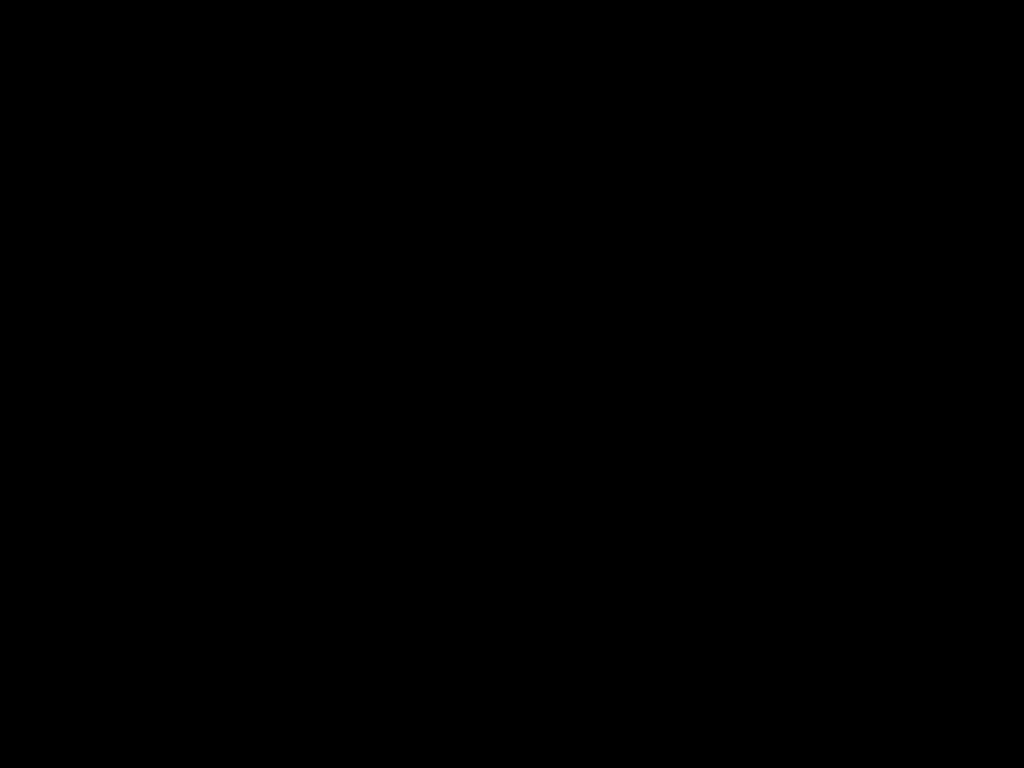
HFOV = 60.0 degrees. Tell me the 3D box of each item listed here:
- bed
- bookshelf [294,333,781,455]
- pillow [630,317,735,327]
[{"bbox_3d":[0.040,-0.347,1.249,2.087,0.994,3.009,-3,-1,1],"label":"bed"},{"bbox_3d":[0.080,0.038,3.066,1.495,0.303,0.643,-3,-1,1],"label":"bookshelf"},{"bbox_3d":[0.381,-0.248,2.819,0.498,0.241,0.470,-2,-2,-34],"label":"pillow"}]
